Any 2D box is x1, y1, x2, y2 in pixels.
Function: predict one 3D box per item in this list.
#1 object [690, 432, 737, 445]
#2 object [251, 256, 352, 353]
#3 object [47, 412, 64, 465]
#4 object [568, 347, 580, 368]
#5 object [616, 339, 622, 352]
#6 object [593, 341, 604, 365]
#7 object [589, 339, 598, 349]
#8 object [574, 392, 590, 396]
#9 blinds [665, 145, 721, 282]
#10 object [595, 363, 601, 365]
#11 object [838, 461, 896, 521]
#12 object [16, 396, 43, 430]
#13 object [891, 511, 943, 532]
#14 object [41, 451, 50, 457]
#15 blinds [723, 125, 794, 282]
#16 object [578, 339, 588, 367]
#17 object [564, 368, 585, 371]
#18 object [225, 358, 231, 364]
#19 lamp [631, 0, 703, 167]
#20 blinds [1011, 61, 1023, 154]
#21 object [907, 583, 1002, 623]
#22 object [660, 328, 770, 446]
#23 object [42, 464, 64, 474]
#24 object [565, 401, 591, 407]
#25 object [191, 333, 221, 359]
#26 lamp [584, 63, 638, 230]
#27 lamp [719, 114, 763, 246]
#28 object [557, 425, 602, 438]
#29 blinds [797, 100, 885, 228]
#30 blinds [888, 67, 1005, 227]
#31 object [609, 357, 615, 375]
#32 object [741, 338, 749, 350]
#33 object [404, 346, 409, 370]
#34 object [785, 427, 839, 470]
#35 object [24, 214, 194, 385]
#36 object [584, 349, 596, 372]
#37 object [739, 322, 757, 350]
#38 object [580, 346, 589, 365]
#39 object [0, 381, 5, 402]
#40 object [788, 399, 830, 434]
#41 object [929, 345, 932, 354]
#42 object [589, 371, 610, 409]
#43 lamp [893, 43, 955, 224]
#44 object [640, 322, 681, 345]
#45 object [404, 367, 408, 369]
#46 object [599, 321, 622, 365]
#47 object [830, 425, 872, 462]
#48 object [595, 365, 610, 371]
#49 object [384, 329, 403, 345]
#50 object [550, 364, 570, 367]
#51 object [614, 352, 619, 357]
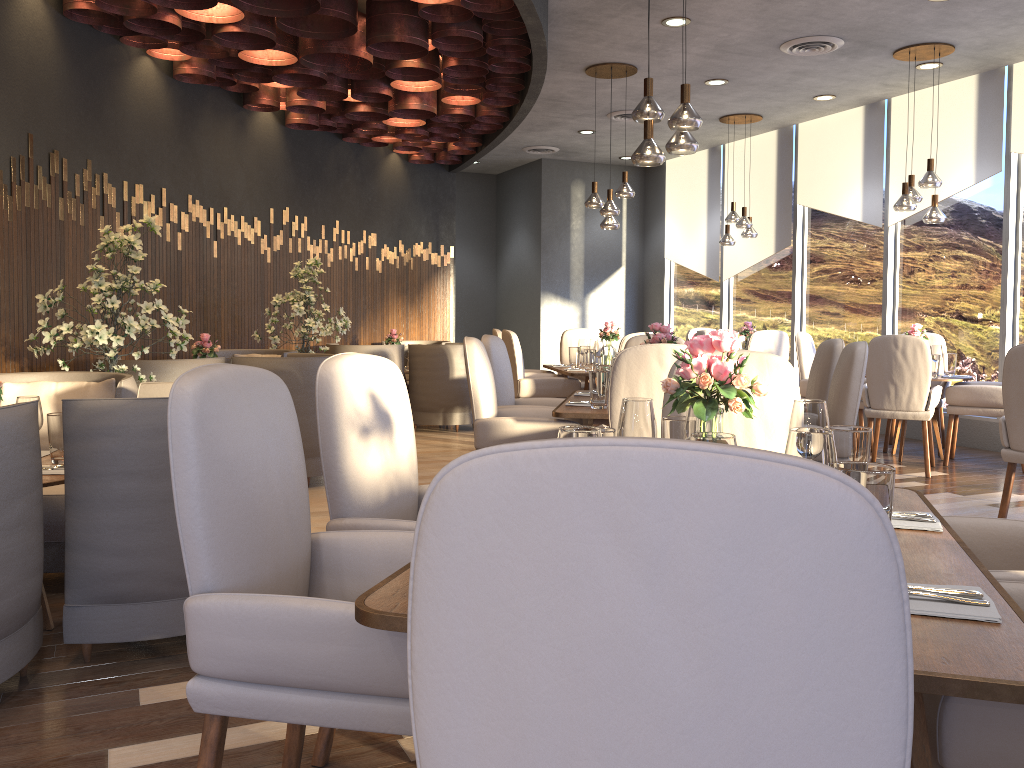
[{"bbox_3d":[0.320,0.203,1.420,0.092,0.244,0.092,0,3,-4],"label":"object"},{"bbox_3d":[-1.749,-0.282,7.428,0.747,1.614,0.789,3,4,42],"label":"object"},{"bbox_3d":[-1.605,0.194,3.170,0.102,0.178,0.102,2,3,23],"label":"object"},{"bbox_3d":[0.542,-0.232,7.723,0.102,0.178,0.102,1,3,9],"label":"object"},{"bbox_3d":[0.976,-0.280,7.968,0.092,0.244,0.092,-1,3,-34],"label":"object"},{"bbox_3d":[0.708,-0.227,7.230,0.092,0.244,0.092,0,3,-4],"label":"object"},{"bbox_3d":[0.734,-0.281,7.962,0.092,0.244,0.092,0,3,-3],"label":"object"},{"bbox_3d":[0.475,0.054,4.945,0.255,0.019,0.158,1,4,10],"label":"object"},{"bbox_3d":[2.295,-2.620,11.299,0.007,2.677,1.175,-1,3,-24],"label":"blinds"},{"bbox_3d":[0.811,-0.179,8.113,0.157,0.019,0.255,0,4,-6],"label":"object"},{"bbox_3d":[0.604,0.230,1.529,0.102,0.178,0.102,2,3,24],"label":"object"},{"bbox_3d":[-1.689,0.166,3.099,0.092,0.244,0.092,3,3,39],"label":"object"},{"bbox_3d":[0.783,0.282,1.910,0.255,0.019,0.158,2,4,18],"label":"object"},{"bbox_3d":[-1.827,0.263,3.290,0.157,0.019,0.255,0,4,-4],"label":"object"},{"bbox_3d":[2.811,-2.532,10.162,0.007,2.677,1.175,-1,3,-24],"label":"blinds"},{"bbox_3d":[0.621,-0.270,7.797,0.092,0.244,0.092,2,3,35],"label":"object"},{"bbox_3d":[0.559,-0.122,7.311,0.255,0.019,0.158,0,4,-7],"label":"object"},{"bbox_3d":[-1.901,-0.053,6.011,0.092,0.244,0.092,2,3,34],"label":"object"},{"bbox_3d":[0.791,-1.768,4.499,0.439,1.324,0.440,0,3,-19],"label":"lamp"},{"bbox_3d":[4.361,-2.845,6.731,0.007,2.677,1.175,-1,3,-24],"label":"blinds"},{"bbox_3d":[0.602,0.322,1.366,0.255,0.019,0.158,2,4,18],"label":"object"},{"bbox_3d":[0.389,0.097,1.749,0.210,0.415,0.198,3,4,43],"label":"object"},{"bbox_3d":[-1.549,0.286,3.017,0.255,0.019,0.158,0,4,-3],"label":"object"},{"bbox_3d":[0.393,0.095,4.378,0.255,0.019,0.158,1,4,10],"label":"object"},{"bbox_3d":[-2.065,-0.137,5.970,0.198,0.415,0.210,0,3,-12],"label":"object"},{"bbox_3d":[0.836,-1.994,7.528,0.439,1.324,0.440,1,3,14],"label":"lamp"},{"bbox_3d":[2.385,-2.112,9.286,0.439,1.324,0.440,-1,3,-25],"label":"lamp"},{"bbox_3d":[0.113,0.195,1.495,0.092,0.244,0.092,-1,3,-29],"label":"object"},{"bbox_3d":[3.330,-2.878,9.007,0.007,2.677,1.175,-1,3,-24],"label":"blinds"},{"bbox_3d":[3.845,-2.789,7.872,0.007,2.677,1.175,-1,3,-24],"label":"blinds"},{"bbox_3d":[0.513,-0.007,4.258,0.092,0.244,0.092,-2,3,-38],"label":"object"},{"bbox_3d":[2.440,-0.361,9.248,0.092,0.244,0.092,-1,3,-33],"label":"object"},{"bbox_3d":[-1.044,-0.263,8.920,0.092,0.244,0.092,-2,3,-41],"label":"object"},{"bbox_3d":[0.501,0.199,1.493,0.092,0.244,0.092,3,4,43],"label":"object"},{"bbox_3d":[-2.067,-0.071,4.559,0.788,1.614,0.747,1,3,2],"label":"object"},{"bbox_3d":[0.629,-0.189,7.156,0.102,0.178,0.102,3,4,39],"label":"object"},{"bbox_3d":[2.498,-0.456,9.393,0.198,0.415,0.210,0,3,-2],"label":"object"},{"bbox_3d":[0.659,-0.255,8.043,0.102,0.178,0.102,-1,3,-30],"label":"object"},{"bbox_3d":[-1.824,0.086,2.999,0.210,0.415,0.198,3,4,43],"label":"object"},{"bbox_3d":[0.682,0.160,2.036,0.092,0.244,0.092,-1,3,-24],"label":"object"},{"bbox_3d":[3.187,-0.174,6.828,0.092,0.244,0.092,-1,3,-31],"label":"object"},{"bbox_3d":[0.415,0.028,4.210,0.102,0.178,0.102,-1,3,-24],"label":"object"},{"bbox_3d":[3.203,-1.931,6.936,0.439,1.324,0.440,-1,3,-31],"label":"lamp"},{"bbox_3d":[0.769,-0.111,4.571,0.210,0.415,0.198,2,3,23],"label":"object"},{"bbox_3d":[-1.086,-0.168,9.161,0.157,0.019,0.255,2,5,23],"label":"object"},{"bbox_3d":[0.838,-0.335,7.592,0.210,0.415,0.198,0,3,-12],"label":"object"},{"bbox_3d":[0.785,0.190,2.073,0.102,0.178,0.102,2,3,24],"label":"object"},{"bbox_3d":[0.498,-0.013,4.777,0.102,0.178,0.102,2,3,26],"label":"object"},{"bbox_3d":[-1.192,-0.349,8.903,0.198,0.415,0.210,0,3,-2],"label":"object"},{"bbox_3d":[0.472,-0.165,7.877,0.255,0.019,0.158,0,4,-7],"label":"object"},{"bbox_3d":[0.595,-0.049,4.825,0.092,0.244,0.092,-1,3,-32],"label":"object"}]
